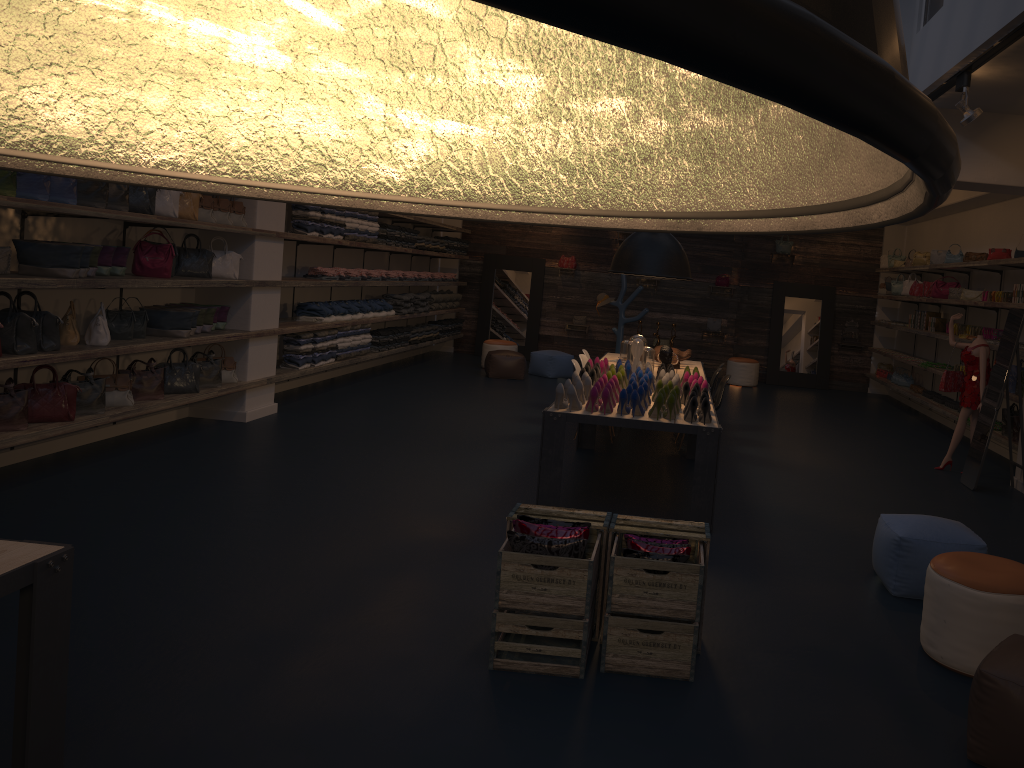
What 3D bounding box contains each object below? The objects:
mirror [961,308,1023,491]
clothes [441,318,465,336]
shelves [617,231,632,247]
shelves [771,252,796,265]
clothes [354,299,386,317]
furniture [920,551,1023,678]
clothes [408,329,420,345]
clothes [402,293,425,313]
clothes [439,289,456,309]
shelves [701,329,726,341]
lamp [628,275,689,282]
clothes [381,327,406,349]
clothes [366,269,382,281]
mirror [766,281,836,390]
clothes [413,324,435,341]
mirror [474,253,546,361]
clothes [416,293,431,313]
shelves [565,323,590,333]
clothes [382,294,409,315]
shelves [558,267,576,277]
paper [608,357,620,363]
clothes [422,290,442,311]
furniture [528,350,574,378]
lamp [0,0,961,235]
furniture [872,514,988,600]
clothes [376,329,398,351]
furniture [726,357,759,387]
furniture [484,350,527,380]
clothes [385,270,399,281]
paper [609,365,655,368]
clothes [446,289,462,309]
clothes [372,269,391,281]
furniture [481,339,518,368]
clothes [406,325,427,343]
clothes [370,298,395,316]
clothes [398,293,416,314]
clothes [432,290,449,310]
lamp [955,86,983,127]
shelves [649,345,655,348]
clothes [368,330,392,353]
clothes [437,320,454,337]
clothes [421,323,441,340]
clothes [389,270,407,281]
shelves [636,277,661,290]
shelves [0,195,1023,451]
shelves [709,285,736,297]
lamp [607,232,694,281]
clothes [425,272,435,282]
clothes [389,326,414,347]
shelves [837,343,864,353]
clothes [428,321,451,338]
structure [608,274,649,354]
[{"bbox_3d":[4.725,0.144,8.362,0.517,1.758,0.512,5,3,6],"label":"mirror"},{"bbox_3d":[-1.114,-1.042,15.714,0.359,0.297,0.663,6,7,10],"label":"clothes"},{"bbox_3d":[2.219,-2.643,16.101,0.554,0.315,0.248,6,5,3],"label":"shelves"},{"bbox_3d":[5.010,-2.318,16.048,0.448,0.176,0.248,6,6,3],"label":"shelves"},{"bbox_3d":[-1.962,-1.029,11.700,0.403,0.239,0.454,8,7,22],"label":"clothes"},{"bbox_3d":[2.312,1.115,4.246,0.569,0.478,0.595,6,6,9],"label":"furniture"},{"bbox_3d":[-1.645,-0.748,13.300,0.400,0.250,0.362,7,6,15],"label":"clothes"},{"bbox_3d":[-1.539,-1.241,13.330,0.379,0.301,0.348,5,6,-6],"label":"clothes"},{"bbox_3d":[-1.196,-1.495,15.277,0.327,0.340,0.407,6,6,13],"label":"clothes"},{"bbox_3d":[3.741,-0.898,16.152,0.448,0.182,0.248,6,6,3],"label":"shelves"},{"bbox_3d":[1.704,-1.995,9.688,0.645,1.640,0.757,8,5,42],"label":"lamp"},{"bbox_3d":[-1.740,-0.668,12.471,0.348,0.297,0.311,6,5,6],"label":"clothes"},{"bbox_3d":[-1.939,-1.461,11.639,0.332,0.158,0.339,9,8,27],"label":"clothes"},{"bbox_3d":[5.361,-0.904,16.116,1.149,1.910,0.269,5,3,2],"label":"mirror"},{"bbox_3d":[-1.487,-0.841,14.114,0.400,0.250,0.362,7,6,15],"label":"clothes"},{"bbox_3d":[-0.031,-1.433,16.225,1.149,1.910,0.269,5,3,2],"label":"mirror"},{"bbox_3d":[-1.475,-1.293,13.709,0.397,0.316,0.353,4,6,-8],"label":"clothes"},{"bbox_3d":[1.216,-1.039,16.208,0.448,0.142,0.248,6,6,3],"label":"shelves"},{"bbox_3d":[-1.692,-1.150,12.539,0.379,0.301,0.348,5,6,-6],"label":"clothes"},{"bbox_3d":[1.020,-2.074,16.160,0.301,0.156,0.249,6,6,5],"label":"shelves"},{"bbox_3d":[1.341,-0.275,10.147,0.321,0.014,0.755,8,8,17],"label":"paper"},{"bbox_3d":[-1.367,-1.393,14.393,0.327,0.340,0.407,6,6,13],"label":"clothes"},{"bbox_3d":[0.650,-0.341,14.170,0.703,0.421,0.598,-1,9,-45],"label":"furniture"},{"bbox_3d":[-0.107,-0.919,0.344,0.747,1.640,0.656,3,4,-25],"label":"lamp"},{"bbox_3d":[2.535,1.027,5.280,0.644,0.421,0.657,6,6,5],"label":"furniture"},{"bbox_3d":[-1.803,-0.630,12.144,0.372,0.297,0.318,5,5,-5],"label":"clothes"},{"bbox_3d":[4.119,-0.219,15.511,0.569,0.478,0.595,6,6,9],"label":"furniture"},{"bbox_3d":[-0.099,-0.318,13.459,0.670,0.421,0.631,4,6,-10],"label":"furniture"},{"bbox_3d":[-1.799,-1.544,12.361,0.332,0.158,0.339,9,8,27],"label":"clothes"},{"bbox_3d":[1.280,-0.181,9.399,0.784,0.014,0.308,-2,10,-43],"label":"paper"},{"bbox_3d":[-1.110,-1.546,15.719,0.327,0.340,0.407,6,6,13],"label":"clothes"},{"bbox_3d":[-1.850,-1.504,11.973,0.320,0.154,0.354,5,7,1],"label":"clothes"},{"bbox_3d":[-0.205,-0.482,14.397,0.569,0.478,0.595,6,6,9],"label":"furniture"},{"bbox_3d":[-1.566,-0.793,13.697,0.414,0.250,0.351,6,6,3],"label":"clothes"},{"bbox_3d":[-1.883,-1.075,12.102,0.420,0.239,0.436,6,7,6],"label":"clothes"},{"bbox_3d":[-1.628,-1.202,12.918,0.397,0.316,0.353,4,6,-8],"label":"clothes"},{"bbox_3d":[-1.282,-1.444,14.835,0.327,0.340,0.407,6,6,13],"label":"clothes"},{"bbox_3d":[3.470,-2.098,6.619,0.223,0.326,0.195,8,5,34],"label":"lamp"},{"bbox_3d":[2.784,-0.612,16.188,0.448,0.156,0.248,6,6,3],"label":"shelves"},{"bbox_3d":[-1.856,-0.592,11.817,0.363,0.297,0.335,6,6,8],"label":"clothes"},{"bbox_3d":[-1.207,-0.984,15.218,0.372,0.297,0.318,5,5,-5],"label":"clothes"},{"bbox_3d":[-1.409,-0.887,14.511,0.414,0.250,0.351,6,6,3],"label":"clothes"},{"bbox_3d":[-1.710,-1.587,12.695,0.320,0.154,0.354,5,7,1],"label":"clothes"},{"bbox_3d":[2.528,-1.863,16.132,0.448,0.209,0.248,6,6,3],"label":"shelves"},{"bbox_3d":[1.211,-0.420,7.733,8.522,2.214,17.176,6,8,8],"label":"shelves"},{"bbox_3d":[3.896,-1.718,16.128,0.491,0.183,0.204,6,6,3],"label":"shelves"},{"bbox_3d":[1.180,-1.682,6.972,0.709,1.640,0.693,5,4,-3],"label":"lamp"},{"bbox_3d":[-1.427,-1.755,14.156,0.320,0.154,0.354,5,7,1],"label":"clothes"},{"bbox_3d":[-1.677,-0.706,12.800,0.342,0.297,0.317,6,6,12],"label":"clothes"},{"bbox_3d":[6.276,-0.655,16.103,0.448,0.156,0.248,6,6,3],"label":"shelves"},{"bbox_3d":[-1.260,-0.946,14.891,0.363,0.297,0.335,6,6,8],"label":"clothes"},{"bbox_3d":[1.955,-1.055,15.241,0.899,1.800,0.186,7,4,31],"label":"structure"}]
